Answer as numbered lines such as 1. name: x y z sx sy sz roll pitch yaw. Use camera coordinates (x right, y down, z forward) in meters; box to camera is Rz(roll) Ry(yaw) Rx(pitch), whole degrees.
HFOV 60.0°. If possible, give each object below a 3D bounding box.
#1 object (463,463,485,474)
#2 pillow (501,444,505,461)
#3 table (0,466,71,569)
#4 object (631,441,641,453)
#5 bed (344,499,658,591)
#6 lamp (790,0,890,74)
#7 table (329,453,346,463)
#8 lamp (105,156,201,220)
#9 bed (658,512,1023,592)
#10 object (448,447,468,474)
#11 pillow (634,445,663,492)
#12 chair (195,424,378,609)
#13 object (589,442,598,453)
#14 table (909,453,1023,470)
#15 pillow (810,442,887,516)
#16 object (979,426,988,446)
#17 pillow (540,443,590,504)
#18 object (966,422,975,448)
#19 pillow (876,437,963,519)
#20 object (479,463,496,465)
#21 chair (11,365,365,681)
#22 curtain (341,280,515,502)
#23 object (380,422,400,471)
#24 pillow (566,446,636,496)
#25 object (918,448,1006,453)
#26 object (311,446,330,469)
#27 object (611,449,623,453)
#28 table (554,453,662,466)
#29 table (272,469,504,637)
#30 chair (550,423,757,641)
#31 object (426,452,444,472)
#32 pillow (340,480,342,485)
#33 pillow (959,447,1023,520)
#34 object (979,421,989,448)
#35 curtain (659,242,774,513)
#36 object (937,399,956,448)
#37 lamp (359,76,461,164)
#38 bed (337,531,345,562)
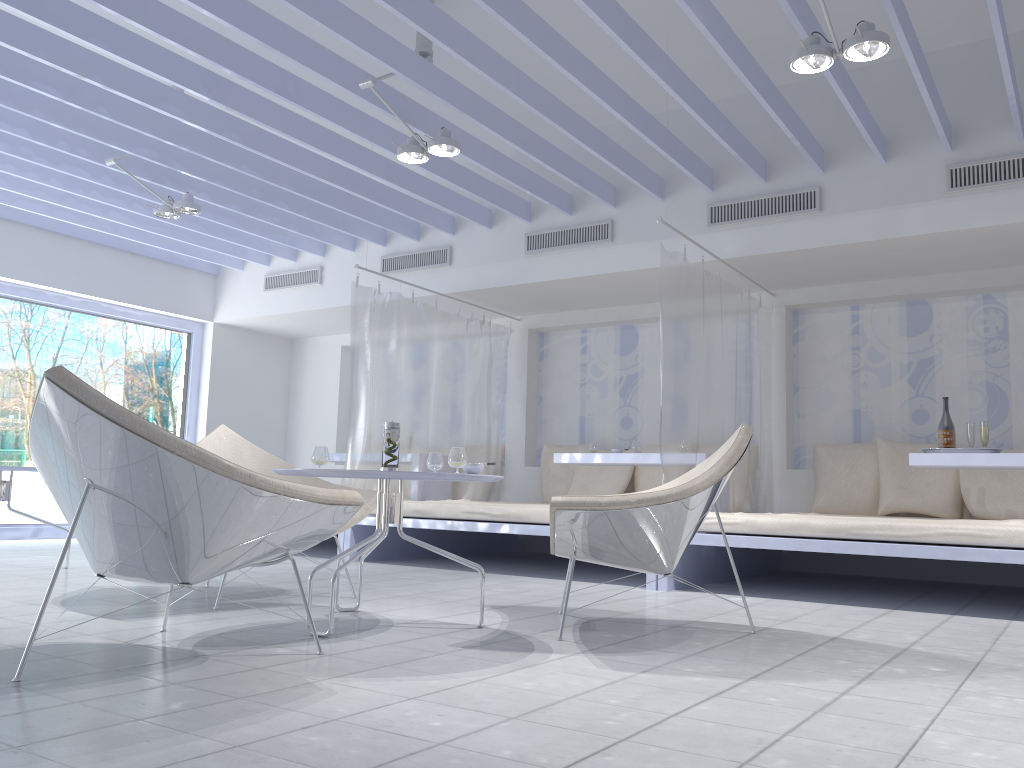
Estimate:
1. object: -0.141 0.309 3.199 0.082 0.043 0.082 2 -7 2
2. pillow: -0.342 0.770 7.699 0.572 0.510 0.231 -3 -8 34
3. table: -2.717 0.706 4.685 0.825 0.534 0.823 3 -7 -10
4. object: 0.817 0.420 5.833 0.068 0.091 0.068 6 -8 -31
5. bed: 0.375 1.017 6.021 2.200 0.427 2.016 -3 -8 33
6. lamp: 1.193 -1.434 3.381 0.380 0.218 0.587 -3 -8 33
7. table: -1.023 0.782 6.993 1.065 0.450 0.416 -3 -8 33
8. lamp: -2.317 -1.255 5.680 0.380 0.218 0.587 -3 -8 33
9. bed: 2.228 0.928 4.827 2.200 0.422 2.022 -3 -8 33
10. object: -0.187 0.265 3.054 0.068 0.091 0.068 5 -8 -28
11. pillow: 1.145 0.679 6.685 0.233 0.527 0.537 7 -9 -36
12. chair: -1.144 0.545 3.924 0.753 0.759 0.906 -5 -10 43
13. object: 0.565 0.452 6.148 0.068 0.091 0.068 6 -8 -30
14. table: 2.666 0.594 4.577 1.065 0.450 0.416 -3 -8 33
15. pillow: 2.276 0.648 5.971 0.524 0.521 0.230 -3 -9 35
16. object: 2.535 0.292 4.757 0.059 0.174 0.059 2 -7 1
17. pillow: 0.456 0.730 7.176 0.572 0.510 0.231 -3 -8 32
18. object: 2.481 0.295 4.793 0.059 0.174 0.059 2 -7 1
19. pillow: 2.623 0.603 5.717 0.537 0.527 0.233 0 -7 13
20. object: -0.109 0.289 3.196 0.098 0.016 0.012 2 -7 0
21. chair: -0.985 0.369 2.461 0.906 0.759 0.753 -2 -8 29
22. curtain: -0.553 0.173 6.696 0.151 1.552 2.050 -3 -8 33
23. object: -0.445 0.233 3.258 0.075 0.189 0.075 -2 -8 25
24. pillow: 0.691 0.717 6.913 0.528 0.482 0.307 -4 -9 38
25. object: 2.420 0.368 4.779 0.429 0.031 0.275 -3 -9 35
26. object: -0.710 0.278 3.283 0.068 0.091 0.068 6 -8 -34
27. object: 0.715 0.467 6.041 0.082 0.043 0.082 2 -7 -5
28. table: 0.830 0.687 5.780 1.065 0.450 0.416 -3 -8 33
29. table: -0.450 0.588 3.179 0.823 0.534 0.825 -1 -8 24
30. chair: 0.521 0.514 3.267 0.753 0.759 0.906 1 -7 4
31. object: -0.305 0.318 3.513 0.068 0.091 0.068 -2 -8 26
32. pillow: -1.416 0.836 8.388 0.524 0.521 0.230 -3 -9 35
33. pillow: 3.015 0.599 5.392 0.528 0.482 0.307 -2 -8 29
34. object: 2.506 0.284 4.701 0.059 0.174 0.059 2 -7 1
35. curtain: 1.323 0.104 5.513 0.125 1.559 1.998 -3 -8 32
36. object: 2.374 0.224 4.846 0.092 0.302 0.092 2 -7 1
37. lamp: -0.554 -1.345 4.525 0.380 0.218 0.587 -3 -8 33
38. bed: -1.463 1.116 7.244 2.200 0.422 2.022 -3 -8 33
